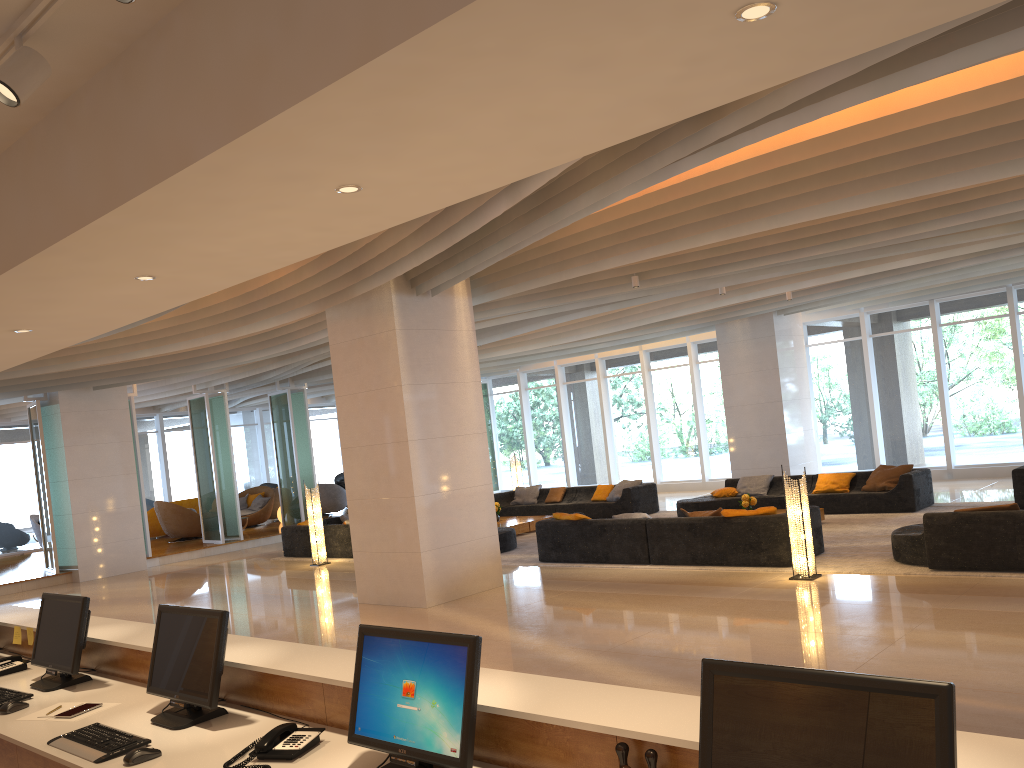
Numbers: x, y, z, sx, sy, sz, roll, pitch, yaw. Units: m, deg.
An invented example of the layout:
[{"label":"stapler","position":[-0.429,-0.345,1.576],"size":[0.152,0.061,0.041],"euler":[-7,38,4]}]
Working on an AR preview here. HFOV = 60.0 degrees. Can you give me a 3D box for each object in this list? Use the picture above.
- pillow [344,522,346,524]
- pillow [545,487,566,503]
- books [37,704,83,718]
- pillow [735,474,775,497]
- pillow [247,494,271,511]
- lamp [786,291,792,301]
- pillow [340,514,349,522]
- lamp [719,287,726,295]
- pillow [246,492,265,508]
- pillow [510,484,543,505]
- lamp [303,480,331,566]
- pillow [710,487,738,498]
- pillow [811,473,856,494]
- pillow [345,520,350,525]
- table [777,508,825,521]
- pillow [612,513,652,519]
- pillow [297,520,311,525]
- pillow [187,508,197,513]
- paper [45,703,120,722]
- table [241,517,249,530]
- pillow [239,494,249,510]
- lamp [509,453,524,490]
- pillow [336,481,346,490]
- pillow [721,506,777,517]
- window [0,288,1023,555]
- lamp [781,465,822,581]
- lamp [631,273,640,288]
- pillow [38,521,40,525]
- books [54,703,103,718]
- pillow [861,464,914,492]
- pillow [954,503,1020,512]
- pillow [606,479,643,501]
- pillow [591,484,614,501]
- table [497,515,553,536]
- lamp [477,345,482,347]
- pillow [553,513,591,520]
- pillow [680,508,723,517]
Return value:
[{"label":"pillow","position":[-2.678,2.512,15.505],"size":[0.421,0.335,0.326],"euler":[-7,-1,8]},{"label":"pillow","position":[0.902,2.297,18.359],"size":[0.402,0.312,0.326],"euler":[-8,-2,40]},{"label":"books","position":[-1.906,1.406,3.827],"size":[0.188,0.009,0.164],"euler":[-7,-3,13]},{"label":"pillow","position":[4.166,1.794,15.297],"size":[0.656,0.416,0.468],"euler":[-8,-3,42]},{"label":"pillow","position":[-6.468,3.035,22.652],"size":[0.497,0.408,0.470],"euler":[-8,-2,44]},{"label":"lamp","position":[4.470,-2.125,14.543],"size":[0.088,1.506,0.090],"euler":[-6,0,33]},{"label":"pillow","position":[-3.108,2.686,17.309],"size":[0.317,0.312,0.413],"euler":[-8,-2,44]},{"label":"lamp","position":[2.983,-2.050,12.906],"size":[0.088,1.506,0.089],"euler":[-6,0,15]},{"label":"pillow","position":[-6.686,3.033,23.008],"size":[0.600,0.422,0.375],"euler":[-7,-1,20]},{"label":"pillow","position":[0.299,2.368,18.927],"size":[0.633,0.377,0.553],"euler":[-7,-2,20]},{"label":"lamp","position":[-3.293,2.310,14.869],"size":[0.247,1.450,0.253],"euler":[-6,0,42]},{"label":"pillow","position":[3.721,1.914,15.561],"size":[0.447,0.192,0.589],"euler":[-7,-3,7]},{"label":"pillow","position":[5.197,1.644,14.362],"size":[0.628,0.394,0.456],"euler":[-8,-3,41]},{"label":"pillow","position":[-2.463,2.481,15.249],"size":[0.643,0.377,0.554],"euler":[-8,-3,38]},{"label":"table","position":[3.474,2.058,12.977],"size":[1.579,0.220,1.624],"euler":[-9,-4,42]},{"label":"pillow","position":[1.650,1.864,11.563],"size":[0.578,0.377,0.426],"euler":[-8,-3,44]},{"label":"pillow","position":[-3.770,2.695,16.571],"size":[0.339,0.316,0.412],"euler":[-7,-2,14]},{"label":"pillow","position":[-7.541,3.013,20.636],"size":[0.614,0.454,0.477],"euler":[-7,-2,23]},{"label":"paper","position":[-1.830,1.399,3.783],"size":[0.165,0.001,0.232],"euler":[-8,-4,24]},{"label":"table","position":[-6.971,3.481,21.758],"size":[1.069,0.318,0.827],"euler":[-8,-3,24]},{"label":"pillow","position":[-7.083,3.091,22.932],"size":[0.620,0.454,0.473],"euler":[-6,-2,3]},{"label":"lamp","position":[0.126,2.219,20.045],"size":[0.247,1.450,0.253],"euler":[-6,0,42]},{"label":"pillow","position":[-5.274,3.202,28.500],"size":[0.466,0.454,0.628],"euler":[-7,-2,29]},{"label":"pillow","position":[2.814,1.609,10.397],"size":[0.633,0.377,0.553],"euler":[-7,-2,20]},{"label":"window","position":[4.461,0.474,17.700],"size":[54.258,3.219,22.254],"euler":[-7,-3,7]},{"label":"lamp","position":[2.982,1.420,9.210],"size":[0.247,1.198,0.253],"euler":[-6,0,42]},{"label":"lamp","position":[1.492,-1.977,11.252],"size":[0.088,1.506,0.090],"euler":[-6,0,33]},{"label":"pillow","position":[-10.879,3.377,20.804],"size":[0.374,0.422,0.602],"euler":[-6,-2,-14]},{"label":"books","position":[-1.848,1.393,3.786],"size":[0.099,0.009,0.164],"euler":[-8,-3,23]},{"label":"pillow","position":[5.862,1.463,13.861],"size":[0.553,0.377,0.632],"euler":[-5,-2,-26]},{"label":"pillow","position":[4.701,1.336,8.658],"size":[0.596,0.391,0.403],"euler":[-8,-3,45]},{"label":"pillow","position":[2.171,2.064,17.223],"size":[0.553,0.377,0.632],"euler":[-5,-2,-26]},{"label":"pillow","position":[1.791,2.153,17.550],"size":[0.402,0.312,0.326],"euler":[-8,-2,44]},{"label":"table","position":[-0.263,2.666,16.380],"size":[1.579,0.220,1.624],"euler":[-9,-4,42]},{"label":"lamp","position":[-0.688,-1.445,16.401],"size":[0.089,1.506,0.089],"euler":[-6,0,-3]},{"label":"pillow","position":[0.942,1.914,12.101],"size":[0.553,0.377,0.632],"euler":[-5,-2,-26]},{"label":"pillow","position":[2.400,1.703,10.876],"size":[0.593,0.409,0.450],"euler":[-8,-3,44]}]
